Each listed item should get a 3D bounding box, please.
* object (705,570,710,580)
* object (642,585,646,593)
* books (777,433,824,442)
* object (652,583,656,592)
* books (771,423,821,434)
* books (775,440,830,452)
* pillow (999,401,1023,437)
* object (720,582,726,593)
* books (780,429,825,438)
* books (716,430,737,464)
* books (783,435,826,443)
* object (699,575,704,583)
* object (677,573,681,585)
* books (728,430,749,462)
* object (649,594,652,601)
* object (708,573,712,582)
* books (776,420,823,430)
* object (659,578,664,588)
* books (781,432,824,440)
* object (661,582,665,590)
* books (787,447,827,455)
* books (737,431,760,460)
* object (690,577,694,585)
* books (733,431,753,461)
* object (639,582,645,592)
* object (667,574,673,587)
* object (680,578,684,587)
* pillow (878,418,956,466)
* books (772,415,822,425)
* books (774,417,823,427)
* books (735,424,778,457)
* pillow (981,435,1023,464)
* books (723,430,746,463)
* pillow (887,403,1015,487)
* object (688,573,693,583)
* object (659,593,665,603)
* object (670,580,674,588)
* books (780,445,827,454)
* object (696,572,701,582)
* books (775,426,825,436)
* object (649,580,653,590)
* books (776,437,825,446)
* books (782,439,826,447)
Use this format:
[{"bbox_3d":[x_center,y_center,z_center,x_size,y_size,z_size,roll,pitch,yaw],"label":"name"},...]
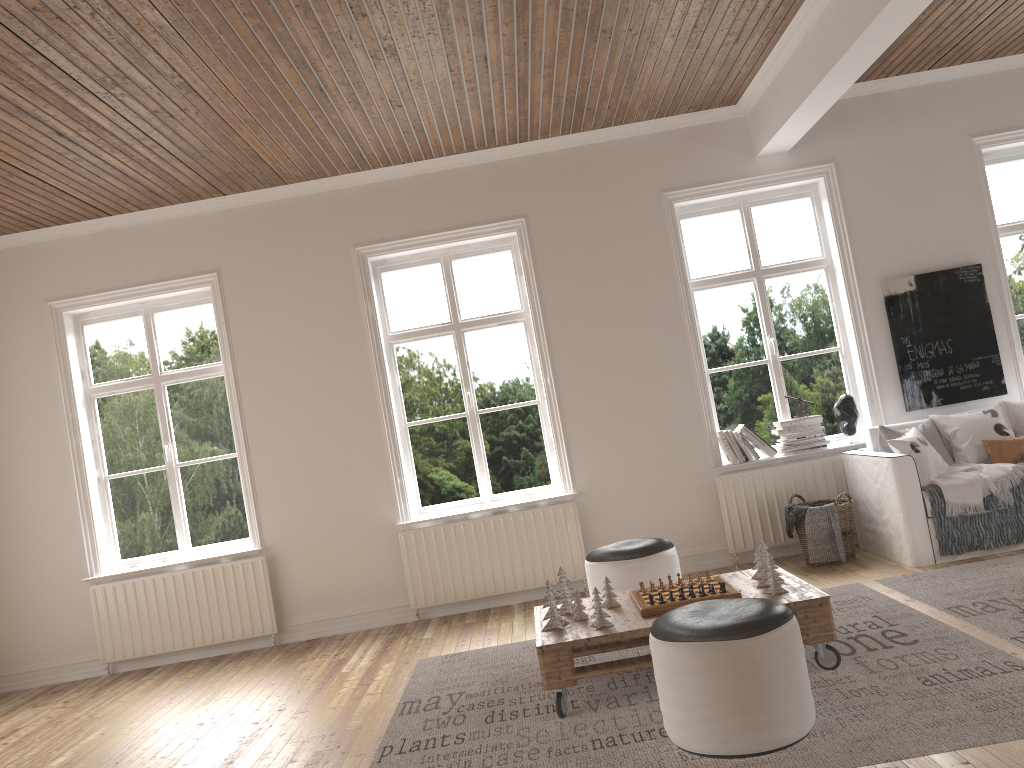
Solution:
[{"bbox_3d":[0.900,0.879,4.075,0.019,0.040,0.019,-12,-3,34],"label":"object"},{"bbox_3d":[0.599,0.932,4.033,0.017,0.037,0.017,-11,-3,20],"label":"object"},{"bbox_3d":[1.984,0.369,6.108,0.285,0.012,0.159,-10,-3,0],"label":"books"},{"bbox_3d":[0.644,0.924,4.033,0.017,0.037,0.017,-11,-3,20],"label":"object"},{"bbox_3d":[1.959,0.307,6.126,0.296,0.028,0.180,-10,-3,0],"label":"books"},{"bbox_3d":[1.998,0.426,6.105,0.331,0.025,0.176,-10,-3,0],"label":"books"},{"bbox_3d":[3.613,0.224,5.421,1.081,0.450,0.403,-11,-3,24],"label":"pillow"},{"bbox_3d":[0.898,0.864,3.769,0.019,0.040,0.019,-12,-3,34],"label":"object"},{"bbox_3d":[1.997,0.339,6.111,0.263,0.017,0.167,-10,-3,0],"label":"books"},{"bbox_3d":[1.472,0.435,6.121,0.093,0.239,0.172,-10,-3,0],"label":"books"},{"bbox_3d":[2.008,0.377,6.098,0.256,0.013,0.161,-10,-3,0],"label":"books"},{"bbox_3d":[0.859,0.886,4.030,0.017,0.037,0.017,-11,-3,20],"label":"object"},{"bbox_3d":[0.769,0.895,4.079,0.025,0.055,0.025,-12,-3,32],"label":"object"},{"bbox_3d":[1.547,0.425,6.112,0.104,0.232,0.152,-10,-3,0],"label":"books"},{"bbox_3d":[0.598,0.921,3.816,0.017,0.037,0.017,-9,-3,-19],"label":"object"},{"bbox_3d":[0.899,0.879,4.031,0.017,0.037,0.017,-11,-3,20],"label":"object"},{"bbox_3d":[1.975,0.280,6.111,0.273,0.021,0.174,-10,-3,0],"label":"books"},{"bbox_3d":[0.683,0.914,4.079,0.022,0.047,0.022,-12,-3,32],"label":"object"},{"bbox_3d":[1.993,0.355,6.102,0.254,0.012,0.161,-10,-3,0],"label":"books"},{"bbox_3d":[0.685,0.917,4.034,0.017,0.037,0.017,-11,-3,20],"label":"object"},{"bbox_3d":[2.015,0.456,6.098,0.254,0.012,0.161,-10,-3,0],"label":"books"},{"bbox_3d":[1.616,0.423,6.110,0.118,0.213,0.161,-10,-3,0],"label":"books"},{"bbox_3d":[0.816,0.894,4.031,0.017,0.037,0.017,-11,-3,20],"label":"object"},{"bbox_3d":[1.577,0.427,6.116,0.101,0.218,0.161,-10,-3,0],"label":"books"},{"bbox_3d":[0.598,0.933,4.079,0.019,0.040,0.019,-10,-3,-3],"label":"object"},{"bbox_3d":[0.725,0.901,4.078,0.025,0.058,0.025,-7,-4,-45],"label":"object"},{"bbox_3d":[0.772,0.901,4.033,0.017,0.037,0.017,-11,-3,20],"label":"object"},{"bbox_3d":[2.506,0.432,5.538,0.541,0.431,0.282,-9,-3,-26],"label":"pillow"},{"bbox_3d":[1.961,0.247,6.102,0.288,0.016,0.182,-10,-3,0],"label":"books"},{"bbox_3d":[1.970,0.262,6.112,0.288,0.016,0.182,-10,-3,0],"label":"books"},{"bbox_3d":[1.680,0.390,6.115,0.226,0.255,0.176,-10,-3,0],"label":"books"},{"bbox_3d":[3.098,0.410,5.389,0.414,0.220,0.116,-10,-3,1],"label":"pillow"},{"bbox_3d":[1.515,0.429,6.110,0.112,0.235,0.172,-10,-3,0],"label":"books"},{"bbox_3d":[2.694,0.395,5.454,1.020,0.414,0.417,-9,-3,-18],"label":"pillow"},{"bbox_3d":[0.818,0.890,4.076,0.022,0.047,0.022,-12,-3,32],"label":"object"},{"bbox_3d":[0.636,0.908,3.773,0.026,0.044,0.026,-7,-4,-44],"label":"object"},{"bbox_3d":[0.727,0.909,4.034,0.017,0.037,0.017,-11,-3,20],"label":"object"},{"bbox_3d":[1.998,0.446,6.095,0.285,0.012,0.159,-10,-3,0],"label":"books"},{"bbox_3d":[0.856,0.885,4.077,0.026,0.044,0.026,-7,-4,-44],"label":"object"},{"bbox_3d":[1.986,0.325,6.126,0.288,0.016,0.182,-10,-3,0],"label":"books"},{"bbox_3d":[0.641,0.923,4.079,0.026,0.044,0.026,-7,-4,-44],"label":"object"},{"bbox_3d":[1.988,0.397,6.122,0.288,0.016,0.182,-10,-3,0],"label":"books"},{"bbox_3d":[2.007,0.406,6.106,0.254,0.013,0.161,-10,-3,0],"label":"books"}]
